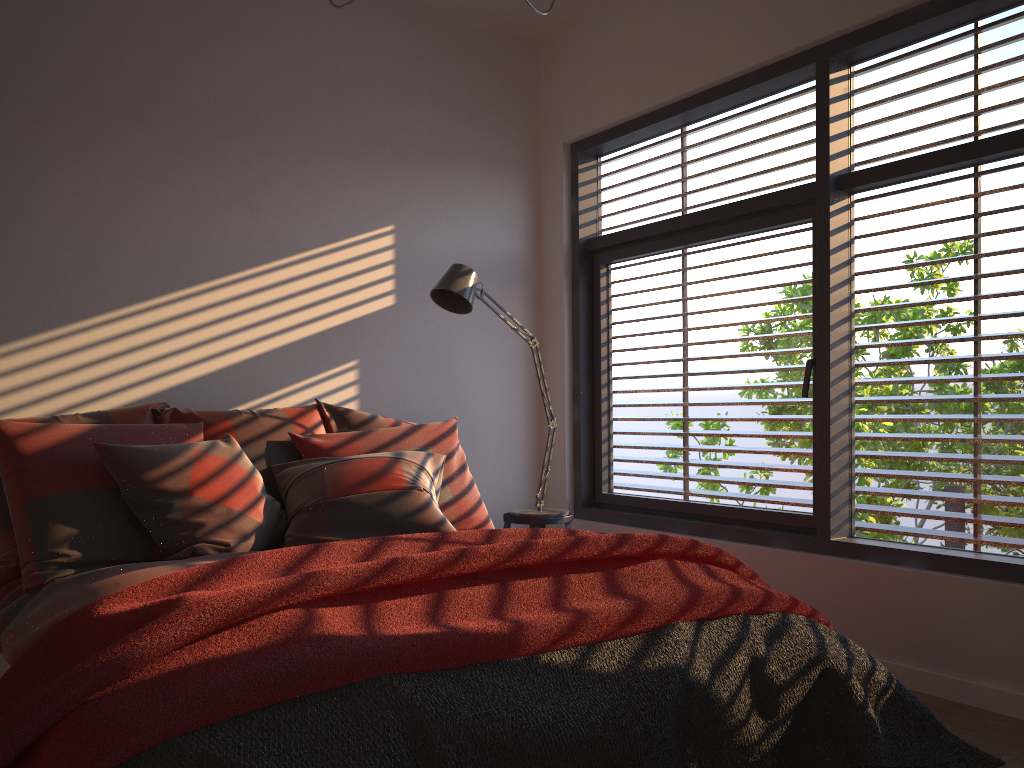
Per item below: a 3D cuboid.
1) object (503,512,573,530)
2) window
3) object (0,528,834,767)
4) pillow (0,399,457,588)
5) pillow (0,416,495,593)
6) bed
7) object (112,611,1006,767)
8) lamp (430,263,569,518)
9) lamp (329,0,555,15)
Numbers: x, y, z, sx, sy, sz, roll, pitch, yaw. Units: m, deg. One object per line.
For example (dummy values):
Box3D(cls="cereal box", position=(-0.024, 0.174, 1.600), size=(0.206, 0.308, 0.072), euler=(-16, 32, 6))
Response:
Box3D(cls="object", position=(0.125, 0.860, 4.227), size=(0.338, 0.481, 0.342), euler=(-1, 0, -37))
Box3D(cls="window", position=(1.145, -0.310, 3.574), size=(0.170, 1.941, 2.637), euler=(-2, 0, -35))
Box3D(cls="object", position=(-0.103, 0.729, 2.233), size=(2.644, 0.660, 0.683), euler=(0, -1, -34))
Box3D(cls="pillow", position=(-0.814, 0.413, 3.286), size=(2.141, 0.734, 1.144), euler=(0, -1, -37))
Box3D(cls="pillow", position=(-0.900, 0.385, 3.266), size=(1.814, 0.552, 0.528), euler=(0, -1, -35))
Box3D(cls="bed", position=(-0.464, 0.681, 2.789), size=(2.035, 0.770, 2.314), euler=(0, -2, -36))
Box3D(cls="object", position=(0.010, 0.755, 2.139), size=(2.505, 0.568, 1.122), euler=(0, -2, -35))
Box3D(cls="lamp", position=(-0.059, 0.053, 4.032), size=(0.788, 1.128, 0.279), euler=(-1, 1, -43))
Box3D(cls="lamp", position=(-0.123, -1.359, 1.548), size=(1.100, 1.080, 1.247), euler=(-1, 0, -35))
